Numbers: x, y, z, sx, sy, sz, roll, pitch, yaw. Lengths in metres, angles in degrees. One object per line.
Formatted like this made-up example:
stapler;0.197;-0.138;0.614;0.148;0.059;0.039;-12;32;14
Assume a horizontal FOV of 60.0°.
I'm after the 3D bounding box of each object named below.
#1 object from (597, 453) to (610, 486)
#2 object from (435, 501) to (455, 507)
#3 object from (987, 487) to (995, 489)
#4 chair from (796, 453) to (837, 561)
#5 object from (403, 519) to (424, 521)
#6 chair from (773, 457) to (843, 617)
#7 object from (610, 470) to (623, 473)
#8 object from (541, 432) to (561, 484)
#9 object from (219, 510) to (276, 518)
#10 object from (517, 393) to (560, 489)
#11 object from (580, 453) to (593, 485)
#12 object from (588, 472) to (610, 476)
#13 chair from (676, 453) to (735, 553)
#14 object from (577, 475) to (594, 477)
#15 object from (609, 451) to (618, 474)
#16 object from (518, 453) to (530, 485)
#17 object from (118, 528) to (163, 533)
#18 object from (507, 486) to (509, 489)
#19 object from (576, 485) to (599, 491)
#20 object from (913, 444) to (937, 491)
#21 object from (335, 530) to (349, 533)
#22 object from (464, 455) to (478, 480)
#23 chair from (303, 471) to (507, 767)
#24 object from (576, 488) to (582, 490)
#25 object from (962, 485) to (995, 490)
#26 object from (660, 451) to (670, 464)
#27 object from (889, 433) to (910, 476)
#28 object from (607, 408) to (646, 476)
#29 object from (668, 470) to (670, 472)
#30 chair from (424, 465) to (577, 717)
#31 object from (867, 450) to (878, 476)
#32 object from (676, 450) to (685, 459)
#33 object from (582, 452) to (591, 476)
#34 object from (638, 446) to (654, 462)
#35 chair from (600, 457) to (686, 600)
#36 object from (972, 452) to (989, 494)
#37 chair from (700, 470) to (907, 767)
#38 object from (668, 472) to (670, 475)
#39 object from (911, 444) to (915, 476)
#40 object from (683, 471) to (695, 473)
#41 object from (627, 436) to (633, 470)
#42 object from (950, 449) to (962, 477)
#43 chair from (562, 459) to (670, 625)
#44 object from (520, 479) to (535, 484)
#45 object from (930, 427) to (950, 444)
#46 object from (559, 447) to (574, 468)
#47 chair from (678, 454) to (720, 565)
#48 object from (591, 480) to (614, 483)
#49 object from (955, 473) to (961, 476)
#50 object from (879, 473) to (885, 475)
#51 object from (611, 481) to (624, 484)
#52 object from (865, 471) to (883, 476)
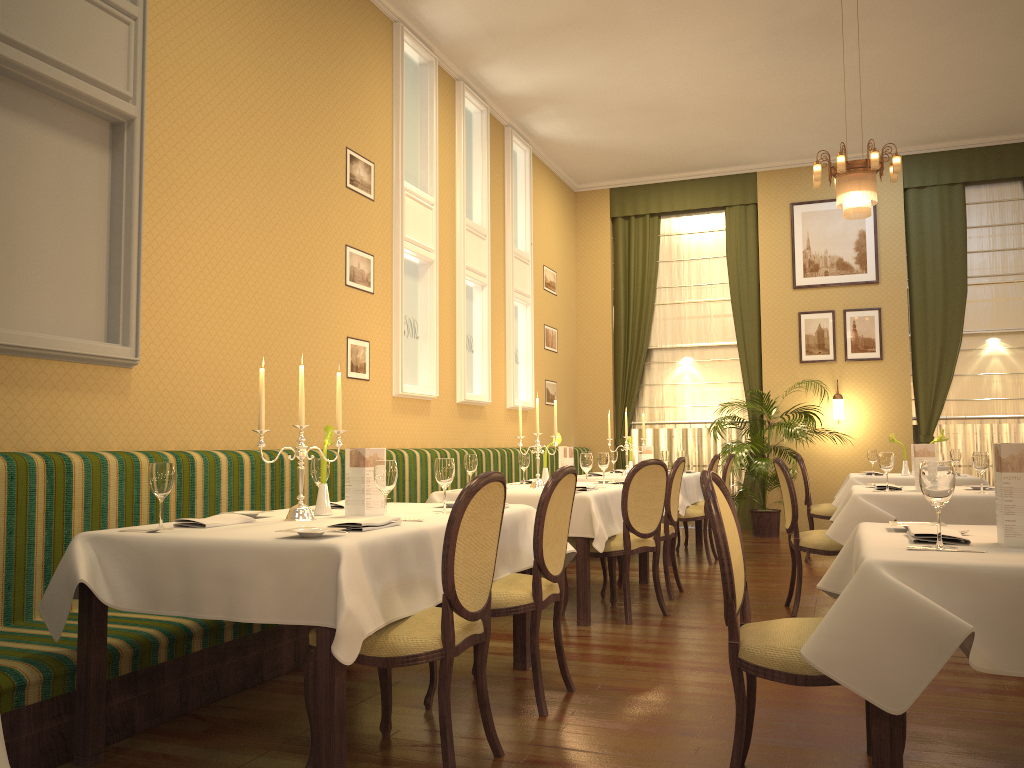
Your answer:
object;0.643;0.598;6.219;0.088;0.229;0.088;1;-4;-22
object;-0.266;0.556;4.084;0.160;0.024;0.160;-2;-4;20
object;2.935;0.624;5.316;0.181;0.015;0.038;-2;-4;22
chair;2.878;1.105;8.021;0.571;0.955;0.530;-2;-4;20
object;-0.418;0.510;3.330;0.185;0.010;0.017;-2;-4;21
chair;1.934;0.933;5.509;0.571;0.955;0.530;-1;-4;11
object;1.118;0.908;9.198;0.142;0.033;0.273;-2;-4;20
object;0.263;0.520;6.102;0.163;0.375;0.076;-4;-6;42
object;-1.055;0.523;3.541;0.160;0.024;0.160;-2;-4;20
object;0.170;0.371;5.916;0.390;0.655;0.131;-3;-5;35
object;0.485;0.567;5.770;0.088;0.229;0.088;1;-4;-22
object;0.812;0.845;8.278;0.142;0.033;0.273;-2;-4;20
chair;1.905;1.162;8.718;0.571;0.955;0.530;-2;-4;20
object;0.651;0.834;8.014;0.181;0.015;0.038;-2;-4;22
object;1.034;0.795;9.017;0.088;0.229;0.088;1;-4;-22
object;0.088;0.622;6.495;0.088;0.229;0.088;2;-5;-27
object;-1.242;0.488;2.965;0.181;0.015;0.038;-2;-4;22
object;-0.133;0.672;5.756;0.142;0.033;0.273;-2;-4;20
object;0.440;0.655;5.578;0.142;0.033;0.273;-2;-4;20
object;2.401;0.490;5.206;0.081;0.277;0.166;1;-4;-23
object;-0.615;0.480;2.916;0.181;0.015;0.038;-2;-4;22
object;-0.260;0.559;5.580;0.088;0.229;0.088;1;-4;-22
chair;-0.314;0.764;2.894;0.571;0.955;0.530;-2;-4;20
object;0.323;0.637;5.281;0.160;0.024;0.160;-2;-4;20
object;2.769;0.617;5.258;0.160;0.024;0.160;-2;-4;20
object;1.431;0.740;8.293;0.088;0.229;0.088;1;-4;-22
object;3.417;0.618;7.816;0.163;0.375;0.076;-4;-6;42
object;1.081;0.538;8.367;0.390;0.655;0.131;-2;-5;26
object;1.627;0.902;9.134;0.160;0.024;0.160;-2;-4;20
chair;-0.019;0.817;3.674;0.571;0.955;0.530;-2;-4;20
object;3.141;0.686;7.715;0.088;0.229;0.088;1;-4;-22
object;1.660;0.768;8.710;0.088;0.229;0.088;1;-4;-22
object;0.686;0.732;8.102;0.088;0.229;0.088;1;-4;-22
object;1.296;0.748;8.703;0.166;0.277;0.081;-3;-5;37
chair;0.931;0.991;6.207;0.571;0.955;0.530;-2;-4;20
object;2.600;0.490;4.916;0.088;0.229;0.088;2;-5;-27
chair;0.868;0.738;2.659;0.571;0.955;0.530;-2;-4;20
object;1.386;0.828;8.101;0.142;0.033;0.273;-2;-4;20
object;3.521;0.654;7.618;0.166;0.277;0.081;-3;-5;27
object;1.767;0.891;8.969;0.142;0.024;0.273;-2;-4;20
object;1.159;0.697;8.681;0.076;0.375;0.163;-1;-4;7
object;3.690;0.657;7.371;0.088;0.229;0.088;1;-4;-22
chair;0.650;0.938;5.445;0.530;0.955;0.571;4;-6;-44
object;0.172;0.735;6.675;0.142;0.033;0.273;-2;-4;20
object;2.519;0.444;5.282;0.163;0.375;0.076;0;-4;-3
object;0.398;0.582;6.272;0.081;0.277;0.166;1;-4;-18
chair;1.579;1.109;7.943;0.571;0.955;0.530;-2;-4;20
object;0.681;0.729;6.611;0.160;0.024;0.160;-2;-4;20
object;3.803;0.785;7.706;0.142;0.024;0.273;-2;-4;20
object;3.297;0.816;8.045;0.181;0.015;0.038;-2;-4;22
object;0.821;0.718;6.447;0.142;0.024;0.273;-2;-4;20
object;3.224;0.799;7.895;0.142;0.033;0.273;-2;-4;20
